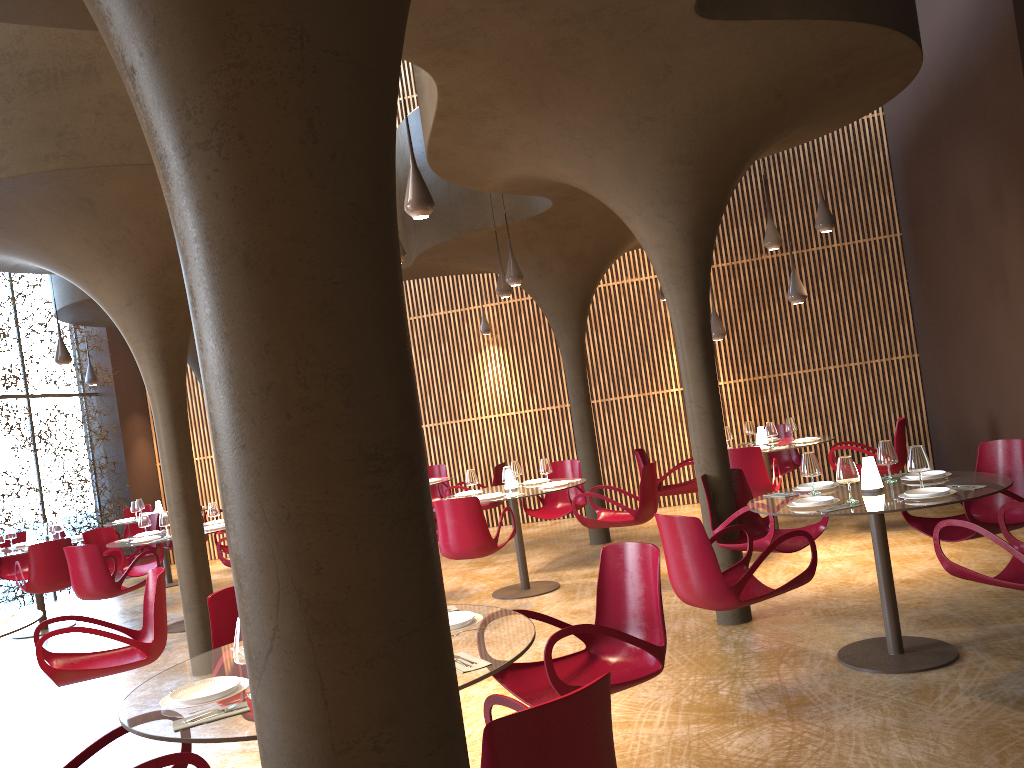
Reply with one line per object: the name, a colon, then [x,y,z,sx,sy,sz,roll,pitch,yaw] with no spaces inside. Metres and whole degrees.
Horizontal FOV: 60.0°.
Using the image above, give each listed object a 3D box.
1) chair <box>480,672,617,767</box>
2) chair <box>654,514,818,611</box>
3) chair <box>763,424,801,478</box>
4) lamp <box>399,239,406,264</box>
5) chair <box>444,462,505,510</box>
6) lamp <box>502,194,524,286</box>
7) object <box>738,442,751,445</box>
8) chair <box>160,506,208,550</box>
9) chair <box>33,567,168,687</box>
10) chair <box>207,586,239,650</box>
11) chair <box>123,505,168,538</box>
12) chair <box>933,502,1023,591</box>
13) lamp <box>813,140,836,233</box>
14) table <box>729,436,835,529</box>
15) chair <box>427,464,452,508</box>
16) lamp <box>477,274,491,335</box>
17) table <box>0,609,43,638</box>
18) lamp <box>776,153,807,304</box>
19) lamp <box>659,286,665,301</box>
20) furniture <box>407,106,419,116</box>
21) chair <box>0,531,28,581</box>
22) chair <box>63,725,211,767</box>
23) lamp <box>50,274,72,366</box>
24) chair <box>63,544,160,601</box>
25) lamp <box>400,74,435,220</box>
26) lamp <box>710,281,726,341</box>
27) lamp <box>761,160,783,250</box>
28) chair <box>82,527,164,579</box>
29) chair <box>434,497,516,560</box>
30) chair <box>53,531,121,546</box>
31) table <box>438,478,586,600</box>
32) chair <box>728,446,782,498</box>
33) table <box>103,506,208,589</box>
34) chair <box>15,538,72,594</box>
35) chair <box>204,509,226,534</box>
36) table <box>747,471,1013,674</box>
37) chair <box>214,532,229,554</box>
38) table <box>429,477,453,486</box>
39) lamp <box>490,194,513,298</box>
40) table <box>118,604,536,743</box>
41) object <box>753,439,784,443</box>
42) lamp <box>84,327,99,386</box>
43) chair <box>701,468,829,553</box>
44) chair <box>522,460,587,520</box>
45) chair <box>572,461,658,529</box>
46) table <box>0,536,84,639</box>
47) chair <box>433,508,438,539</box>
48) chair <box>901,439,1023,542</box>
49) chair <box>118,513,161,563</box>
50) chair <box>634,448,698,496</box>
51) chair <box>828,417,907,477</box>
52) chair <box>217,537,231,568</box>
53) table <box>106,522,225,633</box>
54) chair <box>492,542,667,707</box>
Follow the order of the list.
chair: [-0.062,1.195,2.725,0.624,0.636,0.874,-8,-1,-38]
chair: [1.356,1.056,5.544,0.871,0.636,0.626,-8,-1,-25]
chair: [3.482,0.896,11.812,0.626,0.636,0.871,-9,-1,28]
lamp: [-1.395,-4.071,7.151,0.195,6.277,0.196,-8,0,-43]
chair: [-0.484,1.498,12.746,0.873,0.636,0.624,-8,-1,12]
lamp: [-0.415,-4.159,9.469,0.195,6.277,0.196,-8,0,-43]
object: [3.022,0.776,11.521,0.126,0.017,0.261,-9,-2,29]
chair: [-4.962,2.167,13.329,0.624,0.636,0.874,-8,-1,-38]
chair: [-2.807,1.678,6.119,0.871,0.636,0.626,-8,-1,-30]
chair: [-1.268,1.420,4.741,0.624,0.636,0.874,-8,-1,-33]
chair: [-6.298,2.406,15.138,0.624,0.636,0.874,-8,-1,-33]
chair: [2.906,0.814,4.913,0.624,0.636,0.874,-8,-1,-26]
lamp: [2.689,-4.627,8.852,0.195,6.277,0.196,-8,0,-33]
table: [3.156,1.315,10.867,1.675,1.130,1.669,-9,-1,32]
chair: [-1.328,1.657,14.204,0.625,0.636,0.872,-8,-1,12]
lamp: [-0.893,-3.952,15.146,0.196,6.277,0.195,-8,0,27]
table: [-3.821,2.207,5.604,1.670,1.130,1.675,-8,-1,-24]
lamp: [2.436,-3.918,8.937,0.195,6.277,0.196,-8,0,-33]
lamp: [1.913,-4.398,13.641,0.196,6.277,0.195,-8,0,27]
furniture: [-0.759,-2.991,11.361,0.898,1.047,2.536,-8,-1,-36]
chair: [-6.971,2.442,12.570,0.624,0.636,0.874,-8,-1,-33]
chair: [-1.550,1.422,3.125,0.871,0.636,0.626,-8,-1,-28]
lamp: [-5.869,-3.332,10.710,0.195,6.277,0.196,-8,0,-33]
chair: [-4.368,1.990,9.616,0.625,0.636,0.872,-8,-1,17]
lamp: [-1.031,-4.162,5.615,0.196,6.277,0.196,-8,0,-3]
lamp: [1.875,-3.599,9.999,0.195,6.277,0.196,-8,0,-33]
lamp: [2.386,-4.565,9.592,0.195,6.277,0.196,-8,0,-33]
chair: [-4.899,2.103,11.078,0.874,0.636,0.624,-9,-1,27]
chair: [-0.389,1.388,8.767,0.625,0.636,0.872,-8,-1,17]
chair: [-6.562,2.407,13.604,0.871,0.636,0.626,-8,-1,-43]
table: [0.077,1.740,9.852,1.675,1.130,1.669,-9,-1,32]
chair: [2.583,0.978,9.747,0.626,0.636,0.871,-9,-1,23]
table: [-5.616,2.680,14.336,1.669,1.130,1.675,-8,-1,-36]
chair: [-5.634,2.203,10.761,0.624,0.636,0.874,-8,-1,-38]
chair: [-4.681,2.166,14.994,0.871,0.636,0.626,-8,-1,-38]
table: [2.536,1.289,6.032,1.670,1.130,1.674,-8,-1,-20]
chair: [-3.427,1.905,11.770,0.626,0.636,0.871,-9,-1,22]
table: [-1.612,2.064,13.057,1.674,1.130,1.670,-9,-1,22]
lamp: [-0.532,-4.120,10.364,0.195,6.277,0.196,-8,0,-43]
table: [-0.649,1.698,3.687,1.669,1.130,1.675,-8,-1,-27]
object: [3.276,0.729,11.355,0.411,0.012,0.204,-9,-2,25]
lamp: [-7.032,-3.085,13.906,0.196,6.277,0.195,-8,0,37]
chair: [1.961,1.004,7.066,0.624,0.636,0.874,-8,-1,-31]
chair: [0.552,1.303,10.922,0.626,0.636,0.871,-9,-1,22]
chair: [1.133,1.180,9.338,0.874,0.636,0.624,-9,-1,22]
table: [-6.288,2.717,11.768,1.669,1.130,1.675,-8,-1,-36]
chair: [-0.919,1.501,10.229,0.874,0.636,0.624,-9,-1,27]
chair: [3.388,0.781,6.479,0.871,0.636,0.626,-8,-1,-20]
chair: [-5.354,2.202,12.426,0.871,0.636,0.626,-8,-1,-38]
chair: [2.031,1.096,11.290,0.873,0.636,0.624,-9,-1,18]
chair: [4.155,0.762,10.319,0.874,0.636,0.624,-9,-1,23]
chair: [-2.847,1.782,10.186,0.874,0.636,0.624,-9,-1,22]
table: [-3.903,2.342,10.700,1.675,1.130,1.669,-9,-1,32]
chair: [0.348,1.173,4.312,0.871,0.636,0.626,-8,-1,-33]
